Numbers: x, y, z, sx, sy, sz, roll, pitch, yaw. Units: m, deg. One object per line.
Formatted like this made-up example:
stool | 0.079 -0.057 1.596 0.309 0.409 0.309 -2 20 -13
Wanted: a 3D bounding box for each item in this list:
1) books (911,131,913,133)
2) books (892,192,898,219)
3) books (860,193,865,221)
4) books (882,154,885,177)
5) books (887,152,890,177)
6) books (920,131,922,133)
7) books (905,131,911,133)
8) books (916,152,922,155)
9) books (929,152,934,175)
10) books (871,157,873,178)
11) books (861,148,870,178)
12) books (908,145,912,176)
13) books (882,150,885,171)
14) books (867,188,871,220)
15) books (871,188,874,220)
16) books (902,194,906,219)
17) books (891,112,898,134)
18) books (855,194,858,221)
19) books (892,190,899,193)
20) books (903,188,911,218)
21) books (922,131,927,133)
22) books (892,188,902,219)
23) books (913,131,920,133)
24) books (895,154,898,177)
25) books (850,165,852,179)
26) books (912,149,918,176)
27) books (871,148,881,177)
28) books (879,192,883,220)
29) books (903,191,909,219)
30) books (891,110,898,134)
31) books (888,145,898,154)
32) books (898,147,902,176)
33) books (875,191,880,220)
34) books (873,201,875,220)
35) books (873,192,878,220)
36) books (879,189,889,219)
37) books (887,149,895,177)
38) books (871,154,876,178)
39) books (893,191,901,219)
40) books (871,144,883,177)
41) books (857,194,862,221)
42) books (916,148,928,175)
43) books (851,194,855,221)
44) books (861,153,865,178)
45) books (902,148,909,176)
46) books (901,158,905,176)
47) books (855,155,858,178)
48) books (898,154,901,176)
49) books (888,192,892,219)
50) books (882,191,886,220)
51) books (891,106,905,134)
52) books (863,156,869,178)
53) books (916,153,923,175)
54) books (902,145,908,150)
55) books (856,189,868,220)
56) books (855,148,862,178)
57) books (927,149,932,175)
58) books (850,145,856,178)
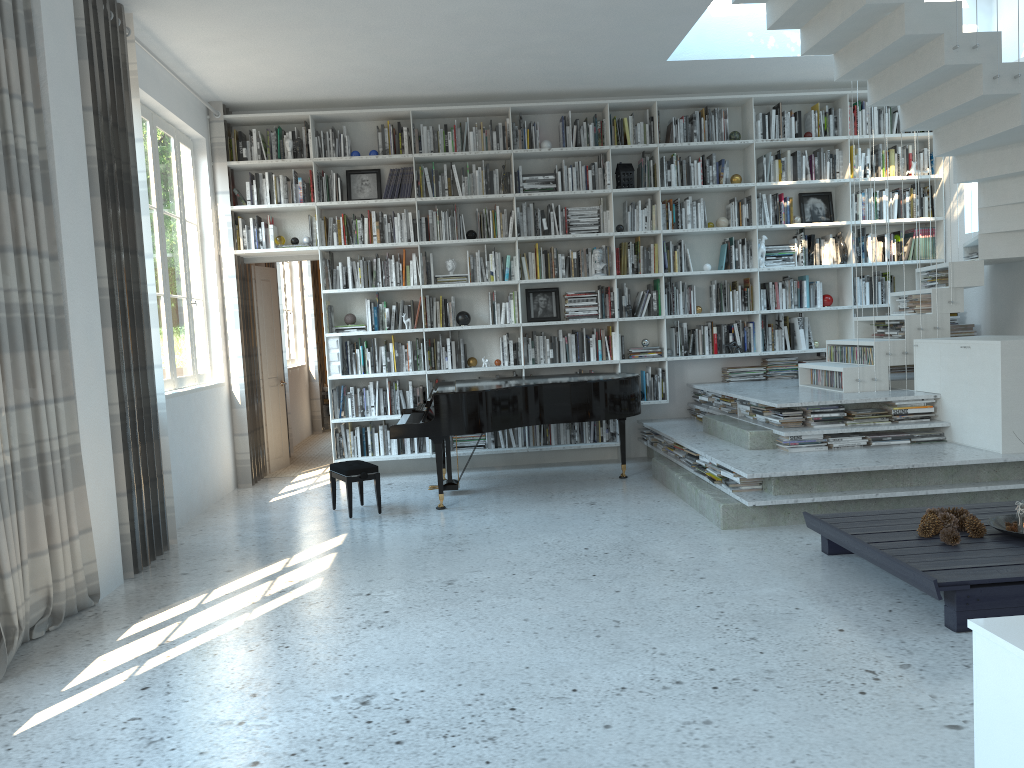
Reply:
books | 3.546 -2.327 7.935 0.068 0.247 0.160 -3 4 -3
books | 3.407 -1.584 7.967 0.045 0.245 0.177 -3 4 -3
books | 3.115 -1.573 7.953 0.026 0.257 0.173 -3 4 -3
books | 3.255 -1.918 7.867 0.014 0.206 0.184 -3 4 -3
books | 3.302 -1.929 7.866 0.013 0.222 0.174 -3 4 -3
books | 3.631 -2.355 7.946 0.012 0.292 0.139 -3 4 -3
books | 3.503 -2.297 7.918 0.024 0.193 0.186 -3 4 -3
books | 3.653 -1.958 7.986 0.023 0.228 0.131 -3 4 -3
books | 3.741 -1.955 7.958 0.011 0.217 0.170 -3 4 -3
books | 3.157 -1.912 7.906 0.038 0.199 0.170 -3 4 -3
books | 3.127 -1.940 7.861 0.023 0.264 0.158 -3 4 -3
books | 3.538 -1.980 7.958 0.023 0.287 0.162 -3 4 -3
books | 3.271 -1.938 7.873 0.022 0.242 0.144 -3 4 -3
books | 3.179 -1.598 7.967 0.022 0.297 0.162 -3 4 -3
books | 3.197 -1.596 7.957 0.012 0.293 0.165 -3 4 -3
books | 3.499 -1.587 7.998 0.028 0.237 0.145 -3 4 -3
books | 3.389 -2.301 7.927 0.057 0.212 0.162 -3 4 -3
books | 3.054 -1.567 7.966 0.026 0.250 0.160 -3 4 -3
books | 3.455 -1.603 7.998 0.010 0.274 0.130 -3 4 -3
books | 3.544 -1.611 7.980 0.012 0.283 0.151 -3 4 -3
books | 3.646 -2.351 7.916 0.014 0.287 0.189 -3 4 -3
books | 3.471 -1.612 7.994 0.024 0.292 0.132 -3 4 -3
books | 3.588 -2.313 7.919 0.012 0.216 0.192 -3 4 -3
books | 3.401 -1.938 7.942 0.023 0.220 0.171 -3 4 -3
books | 2.964 -1.946 7.862 0.036 0.294 0.135 -3 4 -3
books | 3.585 -1.966 7.958 0.070 0.254 0.154 -3 4 -3
books | 3.214 -1.939 7.855 0.023 0.254 0.189 -3 4 -3
books | 3.280 -1.584 7.962 0.024 0.259 0.156 -3 4 -3
books | 3.526 -1.595 7.989 0.025 0.253 0.159 -3 4 -3
books | 3.421 -2.315 7.941 0.010 0.236 0.131 -3 4 -3
books | 3.416 -1.977 7.948 0.010 0.295 0.165 -3 4 -3
books | 3.446 -1.972 7.962 0.024 0.281 0.153 -3 4 -3
books | 3.255 -1.589 7.970 0.025 0.271 0.152 -3 4 -3
books | 3.218 -1.541 7.976 0.027 0.180 0.156 -3 4 -3
books | 3.237 -1.582 7.960 0.013 0.260 0.158 -3 4 -3
books | 3.328 -1.599 7.967 0.030 0.284 0.166 -3 4 -3
books | 3.327 -1.941 7.889 0.042 0.242 0.247 -3 4 -3
books | 3.190 -1.918 7.874 0.025 0.212 0.134 -3 4 -3
books | 3.440 -1.593 7.974 0.023 0.258 0.183 -3 4 -3
books | 3.235 -1.962 7.859 0.022 0.297 0.152 -3 4 -3
books | 3.080 -1.566 7.940 0.023 0.248 0.182 -3 4 -3
books | 3.679 -1.974 7.971 0.029 0.258 0.163 -3 4 -3
books | 3.035 -1.568 7.952 0.012 0.254 0.160 -3 4 -3
books | 3.069 -1.916 7.850 0.049 0.224 0.161 -3 4 -3
books | 3.505 -1.964 7.947 0.022 0.261 0.160 -3 4 -3
books | 3.478 -1.925 7.967 0.034 0.183 0.156 -3 4 -3
books | 3.008 -1.903 7.844 0.024 0.205 0.165 -3 4 -3
books | 3.430 -1.935 7.939 0.013 0.213 0.186 -3 4 -3
books | 3.378 -1.588 7.985 0.012 0.254 0.160 -3 4 -3
books | 3.303 -1.587 7.961 0.022 0.263 0.172 -3 4 -3
books | 3.453 -2.338 7.938 0.069 0.277 0.131 -3 4 -3
books | 3.107 -1.903 7.847 0.024 0.194 0.189 -3 4 -3
books | 3.632 -1.948 7.960 0.023 0.214 0.180 -3 4 -3
books | 3.519 -1.983 7.968 0.011 0.295 0.151 -3 4 -3
books | 3.135 -1.588 7.939 0.014 0.286 0.185 -3 4 -3
books | 3.032 -1.933 7.835 0.026 0.263 0.189 -3 4 -3
books | 3.714 -1.970 7.973 0.040 0.247 0.160 -3 4 -3
books | 2.989 -1.946 7.840 0.010 0.294 0.183 -3 4 -3
